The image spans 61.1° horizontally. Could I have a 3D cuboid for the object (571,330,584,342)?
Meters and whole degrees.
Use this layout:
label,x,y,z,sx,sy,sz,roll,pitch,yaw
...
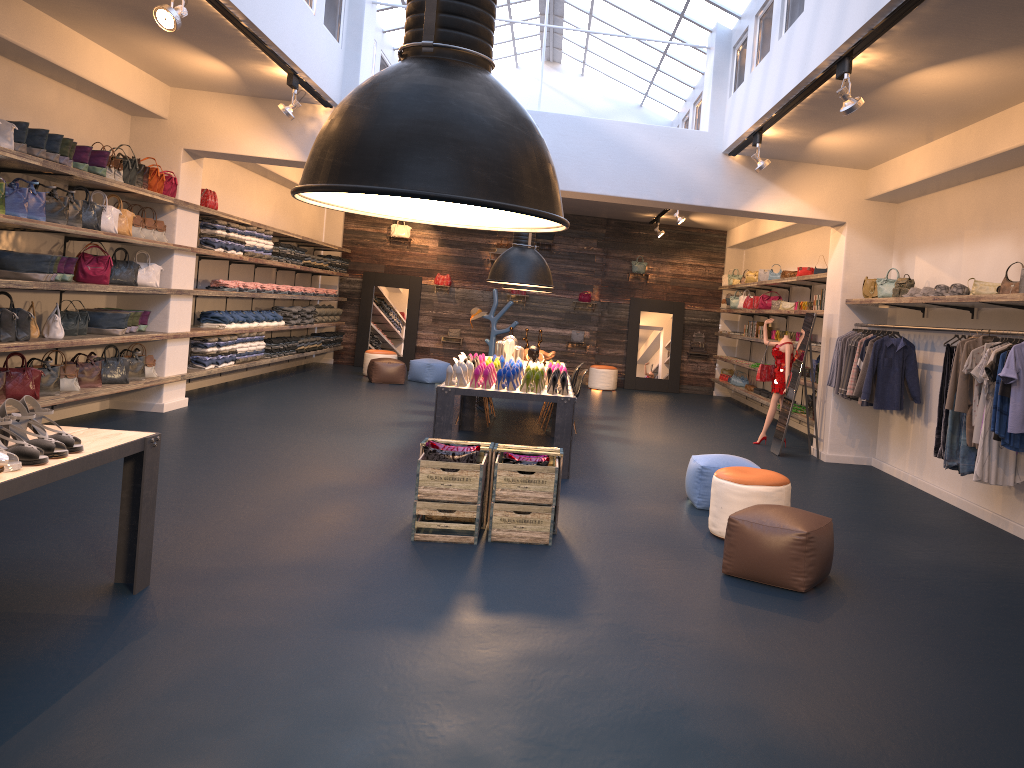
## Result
label,x,y,z,sx,sy,sz,roll,pitch,yaw
object,1.371,-0.989,18.025,0.267,0.230,0.081,6,1,11

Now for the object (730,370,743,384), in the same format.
label,x,y,z,sx,sy,sz,roll,pitch,yaw
object,4.353,-0.121,16.763,0.259,0.282,0.102,7,1,26

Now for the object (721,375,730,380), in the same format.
label,x,y,z,sx,sy,sz,roll,pitch,yaw
object,4.393,-0.126,17.762,0.205,0.118,0.097,8,3,31

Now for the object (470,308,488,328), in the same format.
label,x,y,z,sx,sy,sz,roll,pitch,yaw
object,-0.652,-1.276,17.041,0.342,0.441,0.350,5,2,-6

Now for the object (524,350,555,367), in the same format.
label,x,y,z,sx,sy,sz,roll,pitch,yaw
object,0.370,-0.343,11.620,0.467,0.203,0.209,3,3,-24

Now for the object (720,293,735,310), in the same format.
label,x,y,z,sx,sy,sz,roll,pitch,yaw
object,4.480,-1.711,17.962,0.325,0.334,0.178,8,3,43

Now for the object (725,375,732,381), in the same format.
label,x,y,z,sx,sy,sz,roll,pitch,yaw
object,4.405,-0.106,17.556,0.204,0.118,0.097,8,3,32

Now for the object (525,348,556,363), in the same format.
label,x,y,z,sx,sy,sz,roll,pitch,yaw
object,0.394,-0.387,12.138,0.461,0.203,0.212,4,3,-18

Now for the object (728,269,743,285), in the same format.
label,x,y,z,sx,sy,sz,roll,pitch,yaw
object,4.521,-2.151,17.580,0.339,0.366,0.190,8,3,41

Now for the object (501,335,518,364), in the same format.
label,x,y,z,sx,sy,sz,roll,pitch,yaw
object,-0.035,-0.381,10.462,0.210,0.412,0.193,5,1,-14

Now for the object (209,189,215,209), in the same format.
label,x,y,z,sx,sy,sz,roll,pitch,yaw
object,-3.689,-2.191,10.239,0.322,0.244,0.141,5,2,-4

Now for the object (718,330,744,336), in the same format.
label,x,y,z,sx,sy,sz,roll,pitch,yaw
object,4.483,-1.018,17.395,0.485,0.060,1.510,5,5,1

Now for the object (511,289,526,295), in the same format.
label,x,y,z,sx,sy,sz,roll,pitch,yaw
object,0.146,-1.947,17.839,0.335,0.254,0.132,4,2,-18

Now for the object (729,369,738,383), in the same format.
label,x,y,z,sx,sy,sz,roll,pitch,yaw
object,4.408,-0.150,17.193,0.192,0.279,0.061,6,1,17

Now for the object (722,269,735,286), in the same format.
label,x,y,z,sx,sy,sz,roll,pitch,yaw
object,4.576,-2.202,18.070,0.405,0.385,0.202,6,2,19

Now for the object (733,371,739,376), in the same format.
label,x,y,z,sx,sy,sz,roll,pitch,yaw
object,4.399,-0.138,17.048,0.188,0.279,0.063,6,1,28

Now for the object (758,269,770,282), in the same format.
label,x,y,z,sx,sy,sz,roll,pitch,yaw
object,4.366,-1.860,14.933,0.254,0.229,0.085,8,3,41

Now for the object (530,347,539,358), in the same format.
label,x,y,z,sx,sy,sz,roll,pitch,yaw
object,0.268,-0.323,10.847,0.156,0.285,0.152,5,2,-3

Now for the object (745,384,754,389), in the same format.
label,x,y,z,sx,sy,sz,roll,pitch,yaw
object,4.391,0.053,15.984,0.207,0.082,0.242,6,5,10

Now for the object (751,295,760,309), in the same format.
label,x,y,z,sx,sy,sz,roll,pitch,yaw
object,4.286,-1.426,15.158,0.145,0.249,0.297,4,3,-28

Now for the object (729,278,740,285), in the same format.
label,x,y,z,sx,sy,sz,roll,pitch,yaw
object,4.468,-2.029,17.288,0.249,0.174,0.336,2,5,-39

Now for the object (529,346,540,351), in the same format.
label,x,y,z,sx,sy,sz,roll,pitch,yaw
object,0.278,-0.345,11.096,0.156,0.285,0.152,5,2,-3

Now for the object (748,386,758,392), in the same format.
label,x,y,z,sx,sy,sz,roll,pitch,yaw
object,4.312,0.093,15.460,0.220,0.082,0.228,4,5,-12

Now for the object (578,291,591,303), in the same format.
label,x,y,z,sx,sy,sz,roll,pitch,yaw
object,1.514,-1.819,18.033,0.253,0.243,0.213,5,3,-7

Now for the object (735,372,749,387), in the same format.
label,x,y,z,sx,sy,sz,roll,pitch,yaw
object,4.347,-0.085,16.358,0.256,0.282,0.103,7,2,32

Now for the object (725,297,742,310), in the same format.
label,x,y,z,sx,sy,sz,roll,pitch,yaw
object,4.458,-1.612,17.424,0.386,0.231,0.192,8,4,37

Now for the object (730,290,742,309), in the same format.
label,x,y,z,sx,sy,sz,roll,pitch,yaw
object,4.389,-1.639,16.886,0.339,0.366,0.190,8,3,41

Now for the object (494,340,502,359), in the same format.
label,x,y,z,sx,sy,sz,roll,pitch,yaw
object,-0.124,-0.374,10.716,0.179,0.335,0.193,6,2,16

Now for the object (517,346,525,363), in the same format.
label,x,y,z,sx,sy,sz,roll,pitch,yaw
object,0.061,-0.327,10.652,0.182,0.289,0.167,5,2,-14

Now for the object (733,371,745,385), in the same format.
label,x,y,z,sx,sy,sz,roll,pitch,yaw
object,4.349,-0.103,16.560,0.256,0.282,0.103,7,2,32

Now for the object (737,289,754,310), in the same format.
label,x,y,z,sx,sy,sz,roll,pitch,yaw
object,4.439,-1.593,16.347,0.208,0.385,0.392,4,3,-39

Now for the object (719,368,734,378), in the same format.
label,x,y,z,sx,sy,sz,roll,pitch,yaw
object,4.510,-0.210,18.183,0.344,0.234,0.214,7,3,30

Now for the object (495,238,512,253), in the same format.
label,x,y,z,sx,sy,sz,roll,pitch,yaw
object,-0.159,-2.834,17.796,0.347,0.335,0.167,6,1,6

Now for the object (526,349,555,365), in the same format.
label,x,y,z,sx,sy,sz,roll,pitch,yaw
object,0.381,-0.364,11.868,0.467,0.203,0.209,3,3,-24

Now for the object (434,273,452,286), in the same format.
label,x,y,z,sx,sy,sz,roll,pitch,yaw
object,-1.402,-2.124,17.666,0.333,0.253,0.139,6,2,6

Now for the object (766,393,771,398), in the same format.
label,x,y,z,sx,sy,sz,roll,pitch,yaw
object,4.278,0.194,14.302,0.189,0.087,0.065,5,2,-5

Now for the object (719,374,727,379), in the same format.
label,x,y,z,sx,sy,sz,roll,pitch,yaw
object,4.402,-0.145,17.975,0.205,0.118,0.097,8,3,31

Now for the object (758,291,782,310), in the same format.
label,x,y,z,sx,sy,sz,roll,pitch,yaw
object,4.348,-1.400,14.610,0.357,0.337,0.291,5,3,-14

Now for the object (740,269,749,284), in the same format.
label,x,y,z,sx,sy,sz,roll,pitch,yaw
object,4.446,-2.026,16.486,0.110,0.299,0.272,5,3,-29

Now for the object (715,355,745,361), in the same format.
label,x,y,z,sx,sy,sz,roll,pitch,yaw
object,4.355,-0.508,17.257,0.355,0.024,1.861,6,5,2

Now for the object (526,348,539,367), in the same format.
label,x,y,z,sx,sy,sz,roll,pitch,yaw
object,0.257,-0.301,10.591,0.156,0.285,0.152,5,2,-3

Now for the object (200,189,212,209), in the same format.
label,x,y,z,sx,sy,sz,roll,pitch,yaw
object,-3.692,-2.182,10.143,0.325,0.244,0.139,5,2,-7

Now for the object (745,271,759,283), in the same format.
label,x,y,z,sx,sy,sz,roll,pitch,yaw
object,4.362,-1.931,15.682,0.216,0.234,0.340,3,4,-42

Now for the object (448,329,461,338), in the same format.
label,x,y,z,sx,sy,sz,roll,pitch,yaw
object,-1.178,-1.042,17.697,0.287,0.175,0.097,3,2,-27

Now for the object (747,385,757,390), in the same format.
label,x,y,z,sx,sy,sz,roll,pitch,yaw
object,4.363,0.074,15.723,0.220,0.082,0.227,4,5,-12

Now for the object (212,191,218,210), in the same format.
label,x,y,z,sx,sy,sz,roll,pitch,yaw
object,-3.681,-2.199,10.342,0.328,0.244,0.138,5,2,-11

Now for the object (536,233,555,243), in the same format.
label,x,y,z,sx,sy,sz,roll,pitch,yaw
object,0.673,-3.018,17.887,0.431,0.231,0.172,4,2,-12

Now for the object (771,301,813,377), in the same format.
label,x,y,z,sx,sy,sz,roll,pitch,yaw
object,4.360,-0.696,13.519,0.458,1.133,2.676,5,4,2

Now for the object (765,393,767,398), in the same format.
label,x,y,z,sx,sy,sz,roll,pitch,yaw
object,4.280,0.188,14.372,0.189,0.087,0.065,5,2,-5

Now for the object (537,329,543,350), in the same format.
label,x,y,z,sx,sy,sz,roll,pitch,yaw
object,0.408,-0.553,12.512,0.149,0.468,0.130,5,1,-26

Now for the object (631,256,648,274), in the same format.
label,x,y,z,sx,sy,sz,roll,pitch,yaw
object,2.662,-2.494,18.140,0.386,0.366,0.168,4,2,-17

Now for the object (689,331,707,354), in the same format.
label,x,y,z,sx,sy,sz,roll,pitch,yaw
object,3.947,-0.886,18.361,0.363,0.460,0.231,5,1,-4

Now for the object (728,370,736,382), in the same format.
label,x,y,z,sx,sy,sz,roll,pitch,yaw
object,4.411,-0.162,17.322,0.188,0.279,0.063,6,1,28

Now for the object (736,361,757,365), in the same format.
label,x,y,z,sx,sy,sz,roll,pitch,yaw
object,4.293,-0.384,15.802,0.358,0.029,0.880,5,5,1

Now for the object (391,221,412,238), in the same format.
label,x,y,z,sx,sy,sz,roll,pitch,yaw
object,-2.234,-3.148,17.534,0.446,0.385,0.184,4,2,-17

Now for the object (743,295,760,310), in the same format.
label,x,y,z,sx,sy,sz,roll,pitch,yaw
object,4.345,-1.473,15.720,0.149,0.253,0.312,4,3,-41
